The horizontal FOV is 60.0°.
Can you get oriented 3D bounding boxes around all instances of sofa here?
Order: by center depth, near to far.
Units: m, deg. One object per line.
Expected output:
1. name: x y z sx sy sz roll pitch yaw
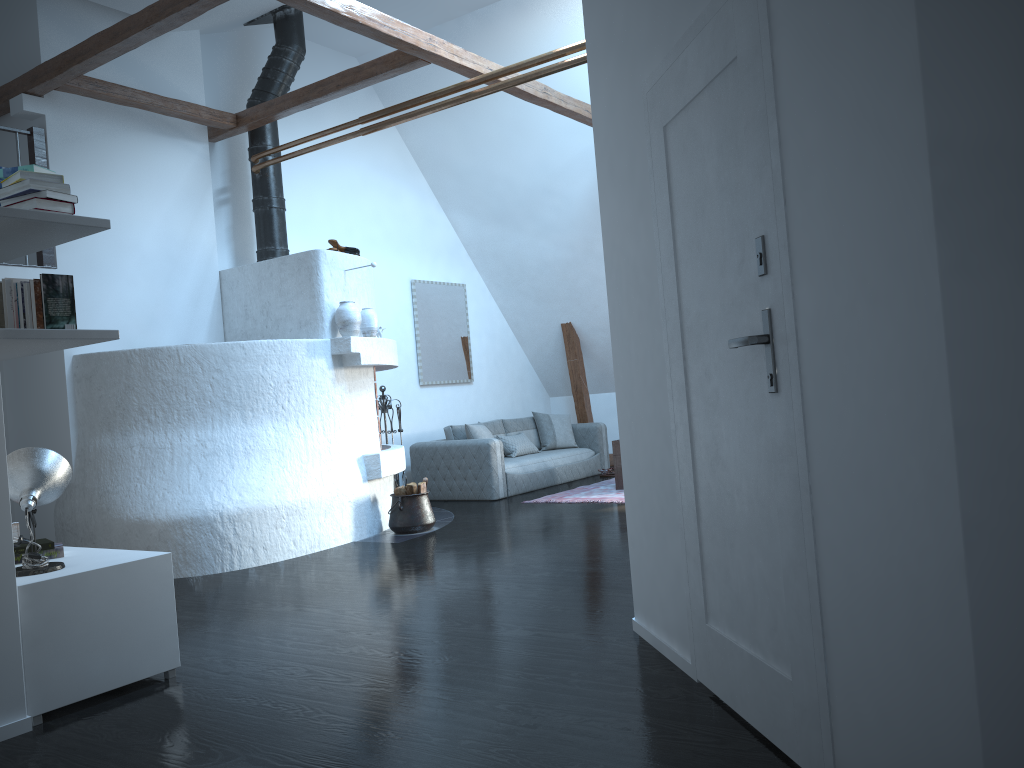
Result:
1. sofa: 0.042 0.772 10.074 1.107 0.770 2.458 -5 -1 35

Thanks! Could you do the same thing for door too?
1. door: 0.636 -0.025 2.610 0.170 2.074 0.974 -5 -1 -9

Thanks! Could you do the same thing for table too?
1. table: 1.457 0.776 9.092 0.471 0.492 0.962 -5 -1 35

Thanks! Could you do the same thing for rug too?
1. rug: 1.443 1.018 9.078 1.512 0.029 2.647 -5 -1 35

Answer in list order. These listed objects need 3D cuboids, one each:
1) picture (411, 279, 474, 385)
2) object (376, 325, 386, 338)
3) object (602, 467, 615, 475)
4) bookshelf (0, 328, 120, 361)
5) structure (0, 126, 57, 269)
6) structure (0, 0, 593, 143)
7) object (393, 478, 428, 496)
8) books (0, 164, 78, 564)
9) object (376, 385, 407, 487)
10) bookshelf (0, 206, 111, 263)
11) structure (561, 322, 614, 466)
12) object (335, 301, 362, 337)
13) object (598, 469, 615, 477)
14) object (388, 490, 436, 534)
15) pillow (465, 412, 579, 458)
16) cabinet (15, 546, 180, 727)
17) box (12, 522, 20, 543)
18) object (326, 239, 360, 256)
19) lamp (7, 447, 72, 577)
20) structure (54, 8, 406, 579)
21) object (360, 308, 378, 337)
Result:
1. picture: -0.795 -0.598 10.316 0.025 1.185 0.965 -5 -1 35
2. object: -1.123 -0.441 7.446 0.064 0.114 0.161 -5 -1 37
3. object: 1.185 1.016 10.350 0.277 0.090 0.101 -5 -1 -8
4. bookshelf: -2.300 -0.132 3.759 1.471 0.038 0.478 -5 -1 35
5. structure: -3.590 -0.223 5.521 0.781 3.267 1.897 -5 -1 35
6. structure: 1.496 -2.804 4.774 15.910 3.562 10.230 -5 -1 40
7. object: -0.820 0.961 7.211 0.270 0.370 0.240 -5 -1 34
8. books: -2.255 -0.048 3.841 1.387 1.622 0.393 -5 -1 30
9. object: -1.262 0.634 8.977 0.376 1.245 0.376 -5 -1 15
10. bookshelf: -2.337 -0.573 3.764 1.471 0.038 0.478 -5 -1 35
11. structure: 5.993 -0.344 7.947 12.350 1.963 1.023 -5 -1 35
12. object: -1.296 -0.496 7.035 0.203 0.314 0.203 -5 -1 19
13. object: 1.122 1.019 10.202 0.277 0.090 0.101 -5 -1 23
14. object: -0.821 1.044 7.231 0.384 0.313 0.384 -4 -1 -29
15. pillow: 0.118 0.588 10.037 0.444 0.515 2.075 -5 -1 35
16. cabinet: -2.150 1.012 3.822 1.469 0.507 0.638 -5 -1 35
17. box: -2.491 0.714 4.053 0.441 0.150 0.258 -5 -1 30
18. object: -1.438 -1.114 7.530 0.311 0.094 0.783 -5 -1 21
19. lamp: -1.900 0.490 3.495 0.259 0.481 0.303 -5 -1 -3
20. structure: -2.535 -1.001 7.748 3.049 4.752 3.058 -5 -1 44
21. object: -1.173 -0.485 7.267 0.158 0.274 0.158 -5 -1 -16
